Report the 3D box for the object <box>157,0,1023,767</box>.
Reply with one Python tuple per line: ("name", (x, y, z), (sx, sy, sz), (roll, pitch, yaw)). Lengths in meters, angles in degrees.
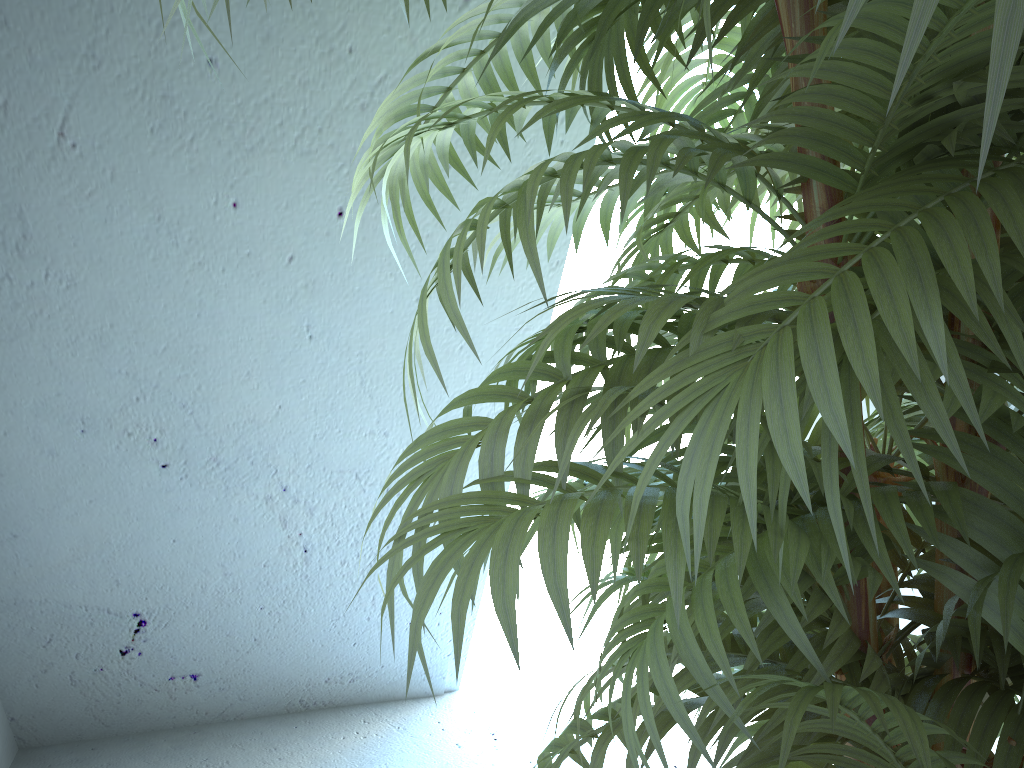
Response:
("object", (0.314, -0.001, 0.651), (1.020, 2.034, 0.980), (3, 5, 31))
